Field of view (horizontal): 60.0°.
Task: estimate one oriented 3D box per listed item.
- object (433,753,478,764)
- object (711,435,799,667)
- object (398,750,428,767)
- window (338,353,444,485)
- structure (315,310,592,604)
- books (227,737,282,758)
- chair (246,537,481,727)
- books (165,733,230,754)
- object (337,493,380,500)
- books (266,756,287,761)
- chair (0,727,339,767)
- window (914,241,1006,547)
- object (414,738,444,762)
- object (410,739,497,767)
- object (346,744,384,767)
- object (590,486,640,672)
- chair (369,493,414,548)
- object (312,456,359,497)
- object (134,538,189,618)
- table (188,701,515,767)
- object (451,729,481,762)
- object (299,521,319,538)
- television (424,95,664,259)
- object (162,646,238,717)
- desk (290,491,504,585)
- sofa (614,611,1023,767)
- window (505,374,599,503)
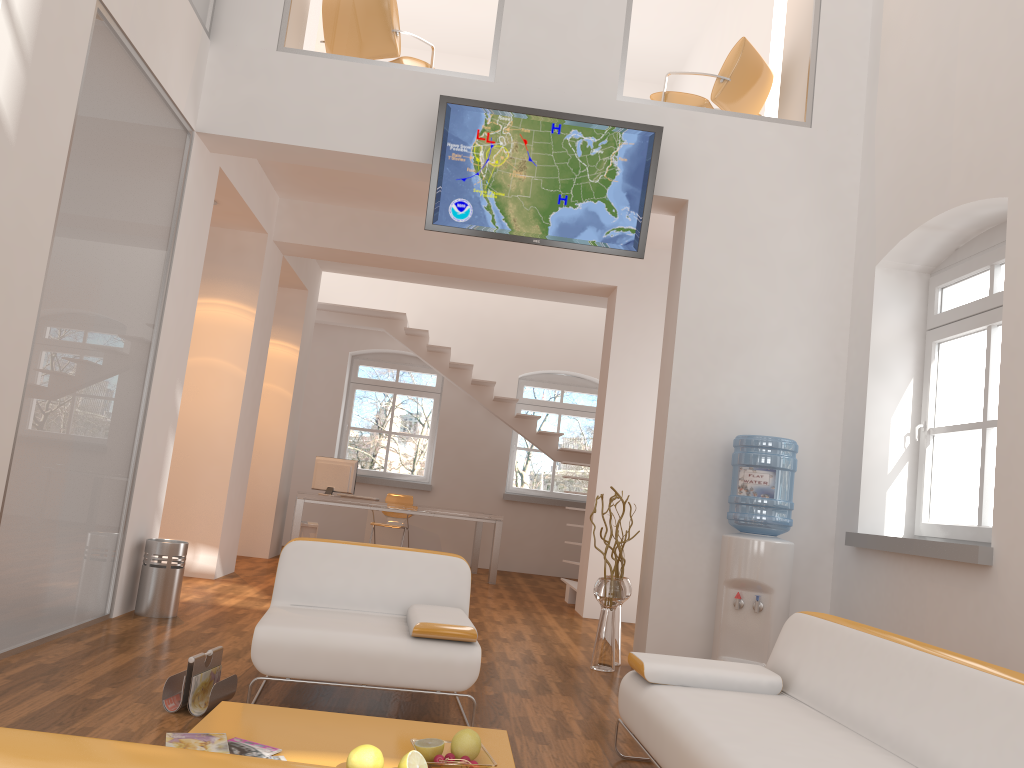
[{"bbox_3d":[-0.163,1.114,2.614,0.134,0.037,0.061,6,-7,4],"label":"object"},{"bbox_3d":[1.434,1.061,5.215,0.436,1.490,0.436,9,-8,-18],"label":"object"},{"bbox_3d":[-0.277,1.064,2.462,0.080,0.087,0.094,3,-8,24],"label":"object"},{"bbox_3d":[-1.646,0.447,12.143,1.308,1.737,0.142,7,-7,-3],"label":"window"},{"bbox_3d":[-0.542,0.672,10.099,4.630,3.042,3.450,7,-7,-3],"label":"structure"},{"bbox_3d":[-0.791,1.049,2.518,0.171,0.004,0.249,4,-8,19],"label":"books"},{"bbox_3d":[-0.630,1.072,3.939,0.923,0.661,0.825,8,-7,-8],"label":"chair"},{"bbox_3d":[-0.899,1.034,2.533,0.171,0.004,0.249,9,-8,-20],"label":"books"},{"bbox_3d":[-1.773,1.302,10.243,0.467,0.031,0.200,6,-7,7],"label":"object"},{"bbox_3d":[-0.726,1.049,2.425,0.249,0.004,0.171,11,-8,-28],"label":"books"},{"bbox_3d":[-0.446,0.745,1.202,0.923,0.661,0.825,7,-7,0],"label":"chair"},{"bbox_3d":[2.519,0.051,4.702,0.142,1.627,1.302,7,-7,-3],"label":"window"},{"bbox_3d":[-0.251,1.107,2.668,0.091,0.065,0.092,13,-10,-41],"label":"object"},{"bbox_3d":[-0.180,1.119,2.639,0.227,0.048,0.227,9,-7,-14],"label":"object"},{"bbox_3d":[-0.406,1.046,2.454,0.105,0.091,0.103,8,-7,-9],"label":"object"},{"bbox_3d":[0.652,1.220,5.686,0.284,1.112,0.655,4,-8,18],"label":"object"},{"bbox_3d":[-1.498,1.778,10.989,0.495,0.829,0.464,5,-7,12],"label":"chair"},{"bbox_3d":[-2.002,1.027,9.835,0.516,0.418,0.245,3,-8,26],"label":"object"},{"bbox_3d":[-2.165,1.196,5.482,0.248,0.450,0.248,1,-9,40],"label":"object"},{"bbox_3d":[-0.487,1.179,2.607,1.000,0.150,1.000,7,-7,-3],"label":"table"},{"bbox_3d":[-0.142,1.104,2.709,0.102,0.095,0.101,12,-9,-33],"label":"object"},{"bbox_3d":[-2.329,1.783,10.045,0.200,0.422,0.474,8,-7,-13],"label":"object"},{"bbox_3d":[0.195,-1.277,5.517,1.388,0.803,0.266,7,-7,-3],"label":"television"},{"bbox_3d":[-1.234,1.176,3.538,0.189,0.217,0.281,6,-7,6],"label":"object"},{"bbox_3d":[-1.345,1.724,10.047,2.239,0.750,1.092,8,-7,-13],"label":"desk"},{"bbox_3d":[0.934,1.087,2.592,0.825,0.661,2.010,7,-7,-5],"label":"sofa"},{"bbox_3d":[0.626,0.731,12.268,1.308,1.737,0.142,7,-7,-3],"label":"window"}]
